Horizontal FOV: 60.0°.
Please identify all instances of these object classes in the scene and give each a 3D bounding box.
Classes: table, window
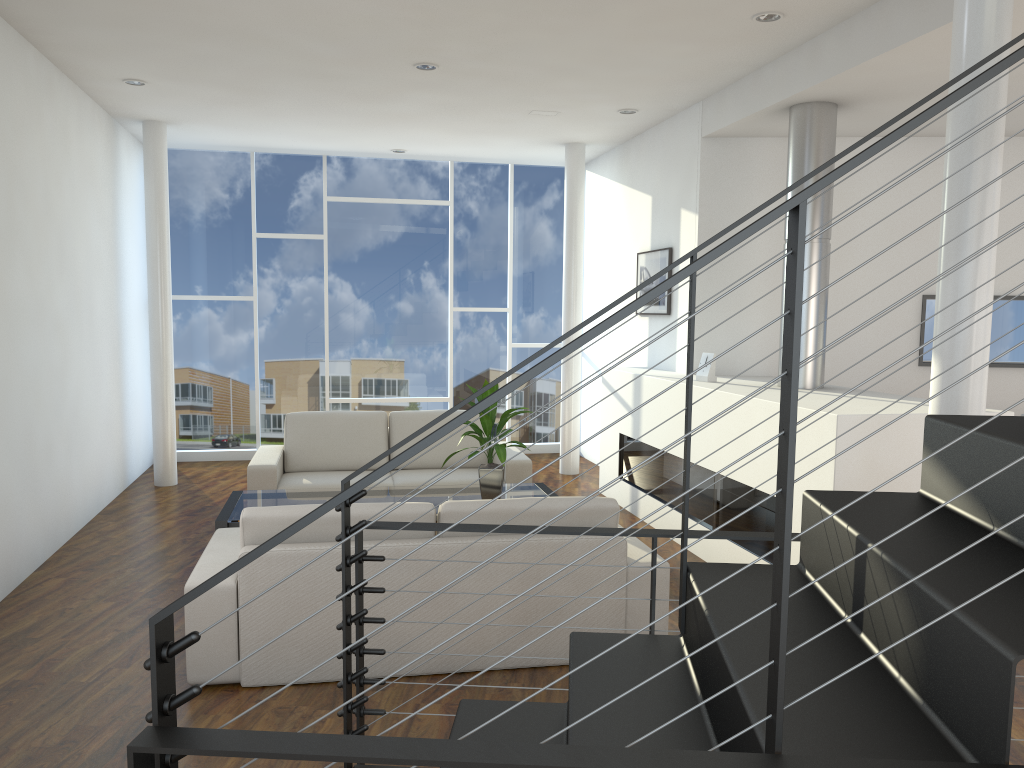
[{"bbox_3d":[-0.562,0.705,4.332,1.608,0.285,0.659,0,5,-11],"label":"table"},{"bbox_3d":[-1.097,-2.181,7.017,3.415,5.650,0.090,-1,6,-12],"label":"window"},{"bbox_3d":[3.354,-0.294,5.080,2.024,0.409,0.165,1,6,4],"label":"window"}]

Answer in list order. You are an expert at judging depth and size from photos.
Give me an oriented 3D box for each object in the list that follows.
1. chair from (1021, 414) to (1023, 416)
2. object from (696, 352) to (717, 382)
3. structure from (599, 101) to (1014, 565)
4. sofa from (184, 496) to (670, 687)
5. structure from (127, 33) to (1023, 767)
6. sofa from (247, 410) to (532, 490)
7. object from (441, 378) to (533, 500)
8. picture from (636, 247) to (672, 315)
[{"bbox_3d":[2.550,0.537,3.860,0.555,0.767,0.427,2,6,10],"label":"chair"},{"bbox_3d":[1.035,-0.090,4.713,0.061,0.151,0.100,-2,6,-25],"label":"object"},{"bbox_3d":[1.255,-0.256,4.596,0.750,2.212,2.743,-1,5,-12],"label":"structure"},{"bbox_3d":[-0.310,0.648,3.295,1.610,0.567,0.800,0,5,-11],"label":"sofa"},{"bbox_3d":[1.537,0.634,1.436,4.361,6.314,1.091,1,6,4],"label":"structure"},{"bbox_3d":[-0.736,0.472,5.377,1.610,0.567,0.800,0,5,-11],"label":"sofa"},{"bbox_3d":[-0.086,0.264,4.338,0.432,0.603,0.457,-2,6,-27],"label":"object"},{"bbox_3d":[0.918,-0.659,5.770,0.020,0.416,0.574,-1,5,-12],"label":"picture"}]
